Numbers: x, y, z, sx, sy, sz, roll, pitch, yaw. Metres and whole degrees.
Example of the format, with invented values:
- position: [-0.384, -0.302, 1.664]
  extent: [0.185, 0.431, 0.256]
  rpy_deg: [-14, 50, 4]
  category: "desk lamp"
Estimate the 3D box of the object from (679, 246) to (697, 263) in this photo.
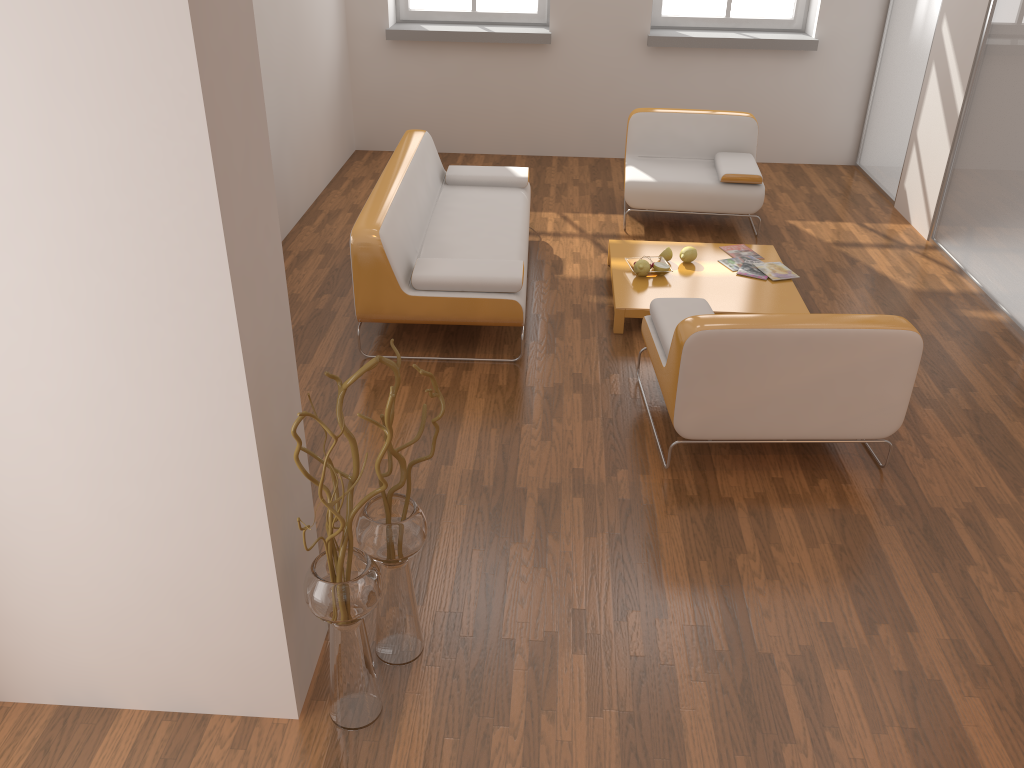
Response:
- position: [1.022, -0.750, 5.136]
  extent: [0.105, 0.091, 0.103]
  rpy_deg: [0, 30, -2]
  category: "object"

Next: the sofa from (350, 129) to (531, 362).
- position: [-0.316, -0.898, 5.088]
  extent: [0.825, 0.661, 2.010]
  rpy_deg: [2, 30, 1]
  category: "sofa"

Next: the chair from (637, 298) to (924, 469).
- position: [1.071, -0.124, 3.770]
  extent: [0.923, 0.661, 0.825]
  rpy_deg: [0, 30, -2]
  category: "chair"

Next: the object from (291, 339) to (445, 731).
- position: [-0.408, 0.443, 2.284]
  extent: [0.284, 1.112, 0.655]
  rpy_deg: [13, 32, 21]
  category: "object"

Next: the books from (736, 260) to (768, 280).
- position: [1.392, -0.654, 5.059]
  extent: [0.171, 0.004, 0.249]
  rpy_deg: [14, 32, 22]
  category: "books"

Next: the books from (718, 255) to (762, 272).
- position: [1.340, -0.701, 5.148]
  extent: [0.249, 0.004, 0.171]
  rpy_deg: [-10, 32, -19]
  category: "books"

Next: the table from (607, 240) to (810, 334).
- position: [1.065, -0.557, 5.043]
  extent: [1.000, 0.150, 1.000]
  rpy_deg: [2, 30, 3]
  category: "table"

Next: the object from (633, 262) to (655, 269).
- position: [0.755, -0.670, 5.026]
  extent: [0.134, 0.037, 0.061]
  rpy_deg: [6, 30, 9]
  category: "object"

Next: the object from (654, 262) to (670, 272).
- position: [0.837, -0.641, 4.970]
  extent: [0.091, 0.065, 0.092]
  rpy_deg: [-18, 35, -30]
  category: "object"

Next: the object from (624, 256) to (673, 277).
- position: [0.768, -0.654, 5.004]
  extent: [0.227, 0.048, 0.227]
  rpy_deg: [-3, 30, -7]
  category: "object"

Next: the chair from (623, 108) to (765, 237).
- position: [1.246, -1.489, 6.166]
  extent: [0.923, 0.661, 0.825]
  rpy_deg: [4, 30, 5]
  category: "chair"

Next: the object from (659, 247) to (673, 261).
- position: [0.892, -0.753, 5.141]
  extent: [0.080, 0.087, 0.094]
  rpy_deg: [17, 34, 26]
  category: "object"

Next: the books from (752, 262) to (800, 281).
- position: [1.499, -0.643, 5.034]
  extent: [0.171, 0.004, 0.249]
  rpy_deg: [-6, 30, -12]
  category: "books"

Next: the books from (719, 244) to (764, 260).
- position: [1.368, -0.784, 5.294]
  extent: [0.171, 0.004, 0.249]
  rpy_deg: [-8, 31, -14]
  category: "books"

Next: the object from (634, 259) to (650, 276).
- position: [0.726, -0.647, 4.937]
  extent: [0.102, 0.095, 0.101]
  rpy_deg: [-14, 33, -24]
  category: "object"

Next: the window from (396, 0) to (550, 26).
- position: [-0.314, -3.780, 7.057]
  extent: [1.308, 1.737, 0.142]
  rpy_deg: [2, 30, 3]
  category: "window"

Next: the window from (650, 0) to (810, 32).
- position: [1.788, -3.690, 6.961]
  extent: [1.308, 1.737, 0.142]
  rpy_deg: [2, 30, 3]
  category: "window"
